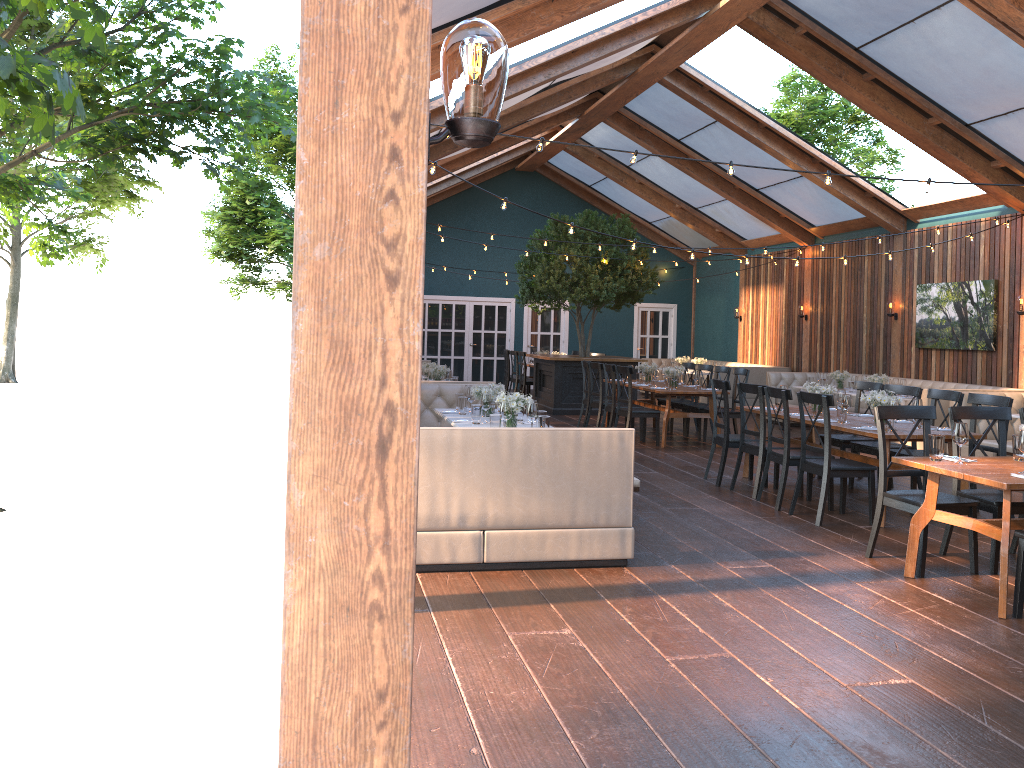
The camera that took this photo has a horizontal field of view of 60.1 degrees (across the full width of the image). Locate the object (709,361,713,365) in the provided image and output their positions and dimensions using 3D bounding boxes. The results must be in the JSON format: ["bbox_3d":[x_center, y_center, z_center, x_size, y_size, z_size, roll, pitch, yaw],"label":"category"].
[{"bbox_3d":[4.165,-0.361,18.460,0.092,0.244,0.092,2,0,36],"label":"object"}]

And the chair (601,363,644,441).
[{"bbox_3d":[1.506,0.241,12.107,0.539,1.020,0.478,2,0,-9],"label":"chair"}]

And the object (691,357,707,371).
[{"bbox_3d":[3.974,-0.420,18.802,0.336,0.309,0.329,3,2,30],"label":"object"}]

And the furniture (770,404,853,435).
[{"bbox_3d":[4.494,0.579,13.055,0.312,0.399,2.333,1,3,-12],"label":"furniture"}]

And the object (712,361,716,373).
[{"bbox_3d":[4.163,-0.346,18.224,0.092,0.244,0.092,2,0,36],"label":"object"}]

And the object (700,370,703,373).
[{"bbox_3d":[3.892,-0.307,18.165,0.092,0.158,0.092,1,1,-26],"label":"object"}]

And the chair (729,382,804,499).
[{"bbox_3d":[2.380,0.508,8.214,0.539,1.020,0.478,1,0,-15],"label":"chair"}]

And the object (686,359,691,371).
[{"bbox_3d":[3.795,-0.406,19.025,0.092,0.244,0.092,2,0,36],"label":"object"}]

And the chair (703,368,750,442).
[{"bbox_3d":[2.872,0.298,11.828,0.539,1.020,0.477,2,0,-7],"label":"chair"}]

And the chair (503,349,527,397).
[{"bbox_3d":[0.044,-0.240,19.192,0.539,1.020,0.477,2,0,-7],"label":"chair"}]

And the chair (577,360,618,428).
[{"bbox_3d":[1.282,0.167,13.205,0.539,1.020,0.477,2,0,-7],"label":"chair"}]

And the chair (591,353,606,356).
[{"bbox_3d":[1.573,-0.109,17.784,0.539,1.020,0.478,1,0,-29],"label":"chair"}]

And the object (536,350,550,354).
[{"bbox_3d":[0.668,-0.586,19.015,0.329,0.309,0.337,1,2,-14],"label":"object"}]

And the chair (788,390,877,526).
[{"bbox_3d":[2.592,0.581,7.128,0.539,1.020,0.478,2,0,-12],"label":"chair"}]

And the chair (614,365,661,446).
[{"bbox_3d":[1.623,0.279,11.560,0.539,1.020,0.478,1,0,-17],"label":"chair"}]

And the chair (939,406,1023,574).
[{"bbox_3d":[3.221,0.677,5.868,0.477,1.020,0.540,2,1,-12],"label":"chair"}]

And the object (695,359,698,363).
[{"bbox_3d":[4.007,-0.411,19.194,0.092,0.244,0.092,2,0,36],"label":"object"}]

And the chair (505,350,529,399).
[{"bbox_3d":[0.084,-0.204,18.627,0.539,1.020,0.477,2,0,-7],"label":"chair"}]

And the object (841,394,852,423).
[{"bbox_3d":[2.915,0.212,7.707,0.092,0.244,0.092,2,0,30],"label":"object"}]

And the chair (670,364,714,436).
[{"bbox_3d":[2.637,0.223,12.923,0.539,1.020,0.478,1,0,-17],"label":"chair"}]

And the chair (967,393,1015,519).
[{"bbox_3d":[3.825,0.600,7.392,0.539,1.020,0.478,2,0,-12],"label":"chair"}]

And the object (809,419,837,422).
[{"bbox_3d":[2.758,0.317,7.770,0.255,0.019,0.158,1,4,-12],"label":"object"}]

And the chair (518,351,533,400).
[{"bbox_3d":[0.381,-0.128,17.545,0.539,1.020,0.478,2,0,-12],"label":"chair"}]

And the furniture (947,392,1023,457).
[{"bbox_3d":[6.537,0.667,8.866,1.708,0.858,4.165,1,3,-12],"label":"furniture"}]

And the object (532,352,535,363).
[{"bbox_3d":[0.465,-0.569,19.186,0.092,0.244,0.092,2,0,30],"label":"object"}]

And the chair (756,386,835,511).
[{"bbox_3d":[2.469,0.544,7.674,0.539,1.020,0.477,2,0,-7],"label":"chair"}]

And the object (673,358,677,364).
[{"bbox_3d":[3.640,-0.458,19.783,0.092,0.244,0.092,2,0,30],"label":"object"}]

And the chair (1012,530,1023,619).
[{"bbox_3d":[2.939,0.753,4.518,0.477,1.020,0.540,2,1,-7],"label":"chair"}]

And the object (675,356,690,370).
[{"bbox_3d":[3.785,-0.475,19.612,0.329,0.309,0.336,3,2,43],"label":"object"}]

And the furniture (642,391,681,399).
[{"bbox_3d":[3.220,0.174,18.993,0.312,0.399,2.333,1,3,-12],"label":"furniture"}]

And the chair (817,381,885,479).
[{"bbox_3d":[3.472,0.488,9.036,0.539,1.020,0.478,2,0,-12],"label":"chair"}]

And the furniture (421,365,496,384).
[{"bbox_3d":[-1.450,0.257,11.781,1.708,0.858,4.165,1,3,-12],"label":"furniture"}]

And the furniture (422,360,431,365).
[{"bbox_3d":[-2.720,-0.146,17.696,1.708,0.858,4.165,1,3,-12],"label":"furniture"}]

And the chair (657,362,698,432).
[{"bbox_3d":[2.519,0.186,13.471,0.539,1.020,0.478,2,0,-12],"label":"chair"}]

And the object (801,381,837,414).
[{"bbox_3d":[2.973,0.128,8.572,0.329,0.309,0.336,2,2,22],"label":"object"}]

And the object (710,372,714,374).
[{"bbox_3d":[4.097,-0.226,18.070,0.157,0.019,0.255,1,4,-12],"label":"object"}]

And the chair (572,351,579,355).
[{"bbox_3d":[1.236,-0.221,19.448,0.539,1.020,0.478,1,0,-17],"label":"chair"}]

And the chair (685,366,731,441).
[{"bbox_3d":[2.754,0.260,12.376,0.539,1.020,0.478,2,0,-12],"label":"chair"}]

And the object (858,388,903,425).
[{"bbox_3d":[3.145,0.197,7.533,0.336,0.309,0.329,3,2,45],"label":"object"}]

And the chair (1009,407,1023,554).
[{"bbox_3d":[3.769,0.686,5.986,0.477,1.020,0.540,2,1,-17],"label":"chair"}]

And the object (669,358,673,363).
[{"bbox_3d":[3.602,-0.474,20.022,0.092,0.244,0.092,2,0,30],"label":"object"}]

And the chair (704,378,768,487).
[{"bbox_3d":[2.232,0.469,8.763,0.539,1.020,0.477,2,0,-4],"label":"chair"}]

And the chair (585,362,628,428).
[{"bbox_3d":[1.364,0.204,12.651,0.539,1.020,0.478,1,0,-17],"label":"chair"}]

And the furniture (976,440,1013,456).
[{"bbox_3d":[5.443,0.880,8.636,0.312,0.399,2.333,1,3,-12],"label":"furniture"}]

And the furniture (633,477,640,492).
[{"bbox_3d":[0.546,0.804,7.584,0.312,0.399,2.333,1,3,-12],"label":"furniture"}]

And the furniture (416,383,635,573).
[{"bbox_3d":[-0.498,0.559,7.349,1.708,0.858,4.165,1,3,-12],"label":"furniture"}]

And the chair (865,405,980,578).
[{"bbox_3d":[2.674,0.669,5.750,0.477,1.020,0.540,2,1,-17],"label":"chair"}]

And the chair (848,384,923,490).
[{"bbox_3d":[3.589,0.525,8.487,0.539,1.020,0.478,1,0,-17],"label":"chair"}]

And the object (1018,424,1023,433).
[{"bbox_3d":[3.192,0.341,5.226,0.336,0.309,0.329,2,2,21],"label":"object"}]

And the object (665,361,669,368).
[{"bbox_3d":[3.519,-0.438,20.094,0.092,0.158,0.092,1,1,-26],"label":"object"}]

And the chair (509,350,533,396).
[{"bbox_3d":[0.216,-0.166,18.083,0.539,1.020,0.478,1,0,-17],"label":"chair"}]

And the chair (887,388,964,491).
[{"bbox_3d":[3.707,0.563,7.940,0.539,1.020,0.477,2,0,-7],"label":"chair"}]

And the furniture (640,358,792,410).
[{"bbox_3d":[4.319,-0.037,19.194,1.708,0.858,4.165,1,3,-12],"label":"furniture"}]

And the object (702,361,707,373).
[{"bbox_3d":[3.965,-0.353,18.247,0.092,0.244,0.092,2,0,36],"label":"object"}]

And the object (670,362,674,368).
[{"bbox_3d":[3.567,-0.412,19.701,0.092,0.158,0.092,1,1,-26],"label":"object"}]

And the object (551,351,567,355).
[{"bbox_3d":[0.950,-0.516,18.020,0.329,0.309,0.336,2,2,3],"label":"object"}]

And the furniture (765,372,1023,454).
[{"bbox_3d":[5.587,0.365,13.288,1.708,0.858,4.165,1,3,-12],"label":"furniture"}]

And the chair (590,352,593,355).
[{"bbox_3d":[1.471,-0.147,18.352,0.539,1.020,0.478,2,0,-12],"label":"chair"}]

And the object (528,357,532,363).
[{"bbox_3d":[0.391,-0.524,19.104,0.092,0.158,0.092,2,1,14],"label":"object"}]
